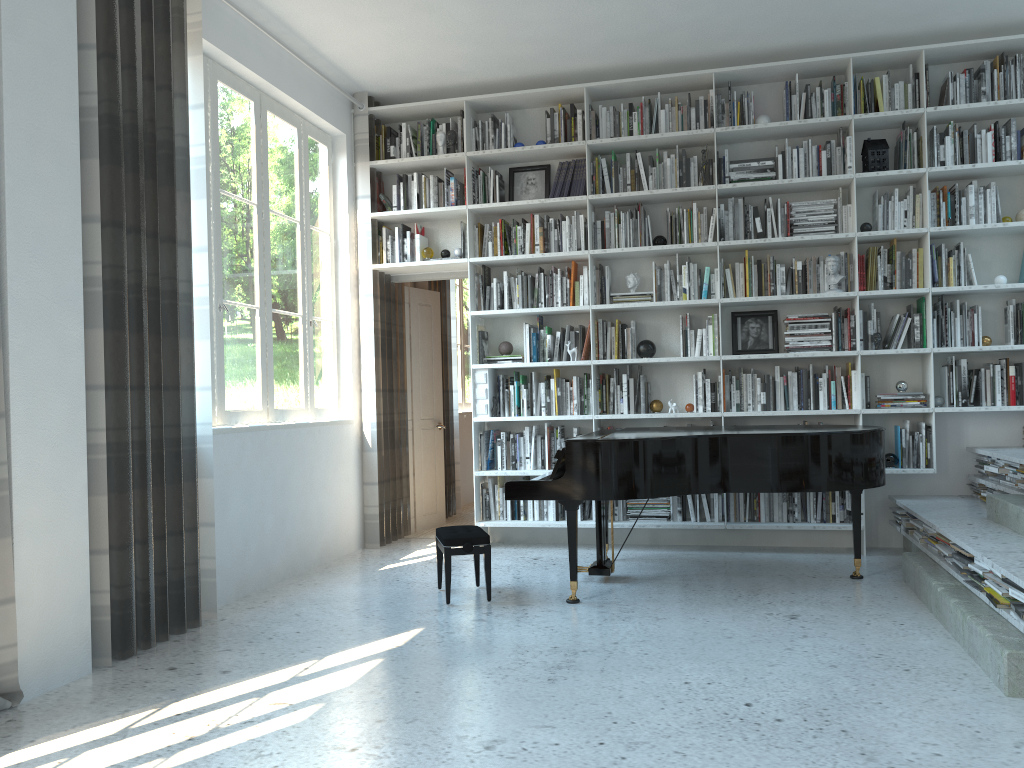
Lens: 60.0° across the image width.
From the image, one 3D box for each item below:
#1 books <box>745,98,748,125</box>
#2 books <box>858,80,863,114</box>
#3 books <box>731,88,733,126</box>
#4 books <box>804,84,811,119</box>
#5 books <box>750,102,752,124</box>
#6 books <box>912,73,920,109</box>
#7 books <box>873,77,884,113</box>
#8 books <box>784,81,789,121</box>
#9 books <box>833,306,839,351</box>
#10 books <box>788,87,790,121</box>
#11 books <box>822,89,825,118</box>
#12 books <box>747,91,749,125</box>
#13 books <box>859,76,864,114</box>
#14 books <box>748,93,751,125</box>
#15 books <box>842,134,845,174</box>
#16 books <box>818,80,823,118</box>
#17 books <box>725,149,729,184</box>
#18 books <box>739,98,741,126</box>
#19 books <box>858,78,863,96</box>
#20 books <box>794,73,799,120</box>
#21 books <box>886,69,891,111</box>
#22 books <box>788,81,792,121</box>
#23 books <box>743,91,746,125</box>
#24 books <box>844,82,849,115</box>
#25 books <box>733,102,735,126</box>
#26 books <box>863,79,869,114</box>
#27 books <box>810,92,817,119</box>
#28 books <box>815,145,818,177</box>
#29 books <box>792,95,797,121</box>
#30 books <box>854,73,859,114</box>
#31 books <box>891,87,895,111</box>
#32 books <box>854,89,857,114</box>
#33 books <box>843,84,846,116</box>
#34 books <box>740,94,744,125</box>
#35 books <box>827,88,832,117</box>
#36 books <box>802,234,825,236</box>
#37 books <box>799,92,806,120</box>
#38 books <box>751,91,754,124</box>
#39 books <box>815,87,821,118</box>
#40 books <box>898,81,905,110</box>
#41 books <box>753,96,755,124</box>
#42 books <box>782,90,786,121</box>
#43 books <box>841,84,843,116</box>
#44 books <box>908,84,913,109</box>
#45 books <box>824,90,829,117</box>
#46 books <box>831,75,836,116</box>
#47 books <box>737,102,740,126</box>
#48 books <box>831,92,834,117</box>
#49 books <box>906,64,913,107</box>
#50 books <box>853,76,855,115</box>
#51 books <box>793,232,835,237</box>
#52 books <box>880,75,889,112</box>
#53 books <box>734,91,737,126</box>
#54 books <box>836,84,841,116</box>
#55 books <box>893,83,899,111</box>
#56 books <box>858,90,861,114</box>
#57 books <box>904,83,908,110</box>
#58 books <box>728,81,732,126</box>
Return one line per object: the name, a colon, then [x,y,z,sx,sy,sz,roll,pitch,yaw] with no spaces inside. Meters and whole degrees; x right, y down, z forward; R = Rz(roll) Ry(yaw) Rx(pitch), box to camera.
books: [1.553,-1.765,5.876,0.016,0.219,0.144,-2,-1,14]
books: [2.231,-1.796,5.686,0.007,0.239,0.191,-2,-1,14]
books: [1.465,-1.801,5.903,0.010,0.296,0.153,-2,0,14]
books: [1.932,-1.802,5.796,0.028,0.270,0.140,-2,0,14]
books: [1.585,-1.750,5.875,0.010,0.186,0.152,-2,-1,14]
books: [2.548,-1.813,5.614,0.029,0.253,0.186,-2,-1,14]
books: [2.337,-1.807,5.671,0.054,0.254,0.191,-2,-1,14]
books: [1.798,-1.809,5.808,0.014,0.292,0.176,-2,-1,14]
books: [2.107,-0.351,5.766,0.011,0.299,0.130,-2,0,14]
books: [1.814,-1.797,5.821,0.011,0.267,0.129,-2,0,14]
books: [2.012,-1.778,5.757,0.012,0.217,0.179,-2,-1,14]
books: [1.562,-1.783,5.871,0.005,0.255,0.168,-2,-1,14]
books: [2.249,-1.816,5.709,0.007,0.279,0.150,-2,0,14]
books: [1.575,-1.781,5.888,0.013,0.249,0.148,-2,-1,14]
books: [2.140,-1.455,5.750,0.010,0.299,0.133,-2,0,14]
books: [1.998,-1.805,5.750,0.010,0.270,0.180,-2,-1,14]
books: [1.428,-1.409,5.890,0.021,0.249,0.191,-2,-1,14]
books: [1.522,-1.770,5.908,0.006,0.233,0.136,-2,-1,14]
books: [2.241,-1.806,5.699,0.006,0.259,0.166,-2,-1,14]
books: [1.859,-1.831,5.790,0.010,0.331,0.186,-2,-1,14]
books: [2.397,-1.830,5.659,0.010,0.297,0.167,-2,-1,14]
books: [1.822,-1.812,5.810,0.011,0.296,0.157,-2,0,14]
books: [1.539,-1.787,5.883,0.013,0.264,0.147,-2,0,14]
books: [2.159,-1.802,5.736,0.022,0.257,0.136,-2,0,14]
books: [1.480,-1.756,5.912,0.011,0.205,0.145,-2,-1,14]
books: [2.267,-1.808,5.695,0.034,0.261,0.157,-2,-1,14]
books: [1.958,-1.769,5.770,0.033,0.203,0.166,-2,-1,14]
books: [1.981,-1.420,5.784,0.011,0.239,0.139,-2,-1,14]
books: [1.847,-1.768,5.817,0.031,0.208,0.146,-2,-1,14]
books: [2.213,-1.825,5.710,0.007,0.298,0.181,-2,-1,14]
books: [2.414,-1.772,5.652,0.022,0.180,0.173,-2,-1,14]
books: [2.207,-1.777,5.730,0.016,0.204,0.143,-2,-1,14]
books: [2.140,-1.793,5.733,0.014,0.239,0.153,-2,-1,14]
books: [1.528,-1.779,5.893,0.014,0.248,0.139,-2,-1,14]
books: [2.060,-1.787,5.773,0.026,0.233,0.137,-2,-1,14]
books: [1.963,-0.952,5.778,0.254,0.012,0.161,-2,-1,10]
books: [1.891,-1.771,5.788,0.050,0.211,0.173,-2,-1,14]
books: [1.592,-1.785,5.866,0.011,0.256,0.143,-2,-1,14]
books: [1.986,-1.787,5.768,0.023,0.236,0.154,-2,-1,14]
books: [2.462,-1.790,5.637,0.031,0.213,0.169,-2,-1,14]
books: [1.604,-1.774,5.884,0.004,0.235,0.137,-2,-1,14]
books: [1.791,-1.785,5.828,0.012,0.245,0.151,-2,-1,14]
books: [2.129,-1.795,5.745,0.014,0.244,0.145,-2,-1,14]
books: [2.515,-1.782,5.637,0.022,0.194,0.182,-2,-1,14]
books: [2.025,-1.771,5.736,0.023,0.202,0.193,-2,-1,14]
books: [2.088,-1.826,5.753,0.012,0.308,0.138,-2,0,14]
books: [1.503,-1.752,5.892,0.023,0.195,0.172,-2,-1,14]
books: [2.078,-1.773,5.762,0.014,0.204,0.135,-2,-1,14]
books: [2.535,-1.850,5.650,0.012,0.329,0.128,-2,0,14]
books: [2.189,-1.814,5.711,0.008,0.278,0.170,-2,-1,14]
books: [1.963,-0.964,5.780,0.254,0.012,0.161,-2,-1,17]
books: [2.383,-1.818,5.681,0.030,0.274,0.151,-2,0,14]
books: [1.483,-1.786,5.884,0.011,0.265,0.163,-2,-1,14]
books: [2.106,-1.794,5.740,0.028,0.244,0.161,-2,-1,14]
books: [2.436,-1.783,5.648,0.024,0.201,0.180,-2,-1,14]
books: [2.227,-1.772,5.714,0.015,0.192,0.160,-2,-1,14]
books: [2.494,-1.786,5.650,0.025,0.203,0.162,-2,-1,14]
books: [1.454,-1.823,5.912,0.014,0.341,0.145,-2,0,14]
